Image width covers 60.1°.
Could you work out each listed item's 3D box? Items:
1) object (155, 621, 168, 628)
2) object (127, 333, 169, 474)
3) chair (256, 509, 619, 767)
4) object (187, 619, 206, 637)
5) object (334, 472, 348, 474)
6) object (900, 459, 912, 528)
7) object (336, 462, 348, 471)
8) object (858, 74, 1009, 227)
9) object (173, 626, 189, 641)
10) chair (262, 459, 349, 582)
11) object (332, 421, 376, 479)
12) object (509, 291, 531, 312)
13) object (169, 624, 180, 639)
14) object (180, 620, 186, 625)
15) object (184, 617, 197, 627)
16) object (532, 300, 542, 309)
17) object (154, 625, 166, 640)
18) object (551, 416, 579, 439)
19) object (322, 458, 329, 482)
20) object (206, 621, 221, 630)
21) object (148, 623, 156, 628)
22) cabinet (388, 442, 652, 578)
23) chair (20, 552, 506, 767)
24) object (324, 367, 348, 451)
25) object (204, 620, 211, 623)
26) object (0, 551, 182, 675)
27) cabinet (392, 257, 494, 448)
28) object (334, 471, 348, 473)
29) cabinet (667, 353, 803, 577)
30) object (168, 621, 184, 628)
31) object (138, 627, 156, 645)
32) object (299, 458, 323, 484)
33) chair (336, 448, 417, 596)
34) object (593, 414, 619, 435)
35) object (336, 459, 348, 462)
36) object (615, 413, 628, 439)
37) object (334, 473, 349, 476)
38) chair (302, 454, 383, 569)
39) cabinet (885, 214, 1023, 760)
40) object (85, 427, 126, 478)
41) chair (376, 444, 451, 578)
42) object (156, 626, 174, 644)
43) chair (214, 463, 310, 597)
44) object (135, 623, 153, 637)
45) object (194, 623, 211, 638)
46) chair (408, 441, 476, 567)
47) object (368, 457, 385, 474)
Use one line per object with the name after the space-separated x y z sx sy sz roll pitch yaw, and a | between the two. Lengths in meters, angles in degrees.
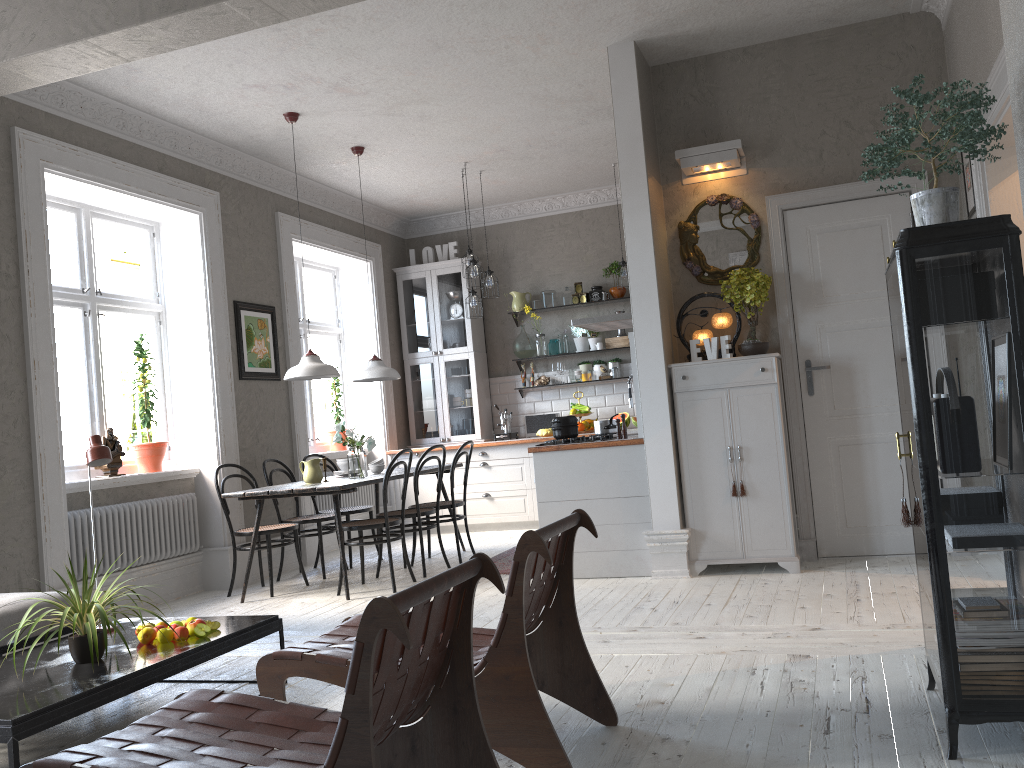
-1.413 0.989 3.575 0.057 0.058 0.058 -5 -2 2 | object
-2.577 0.127 6.226 0.275 0.991 0.265 -4 -3 -32 | object
-0.241 0.816 2.846 1.004 0.720 0.514 -6 -3 19 | chair
-1.257 0.969 3.529 0.077 0.064 0.073 -3 -3 -40 | object
-1.254 0.687 6.831 0.240 0.027 0.235 -5 -3 -13 | object
1.315 0.367 2.976 0.041 0.234 0.044 -4 -3 -24 | object
-1.259 0.643 6.832 0.178 0.094 0.181 -6 -3 10 | object
1.290 -0.698 2.716 0.406 0.506 0.406 -7 -3 35 | object
-1.287 0.972 3.449 0.056 0.058 0.057 -7 -3 44 | object
-1.582 1.010 6.771 0.543 0.920 0.443 -6 -2 16 | chair
-1.113 0.465 6.302 0.308 0.414 0.254 -6 -2 17 | object
0.086 -0.850 9.171 0.187 0.216 0.176 -7 -3 33 | object
-1.332 0.978 3.506 0.056 0.058 0.059 -6 -2 10 | object
-1.362 0.996 3.632 0.063 0.039 0.067 -6 -3 25 | object
-1.296 0.977 3.594 0.060 0.062 0.064 -5 -2 1 | object
0.261 -0.812 9.175 0.102 0.111 0.104 -6 -3 19 | object
-1.399 0.985 3.511 0.058 0.056 0.060 -5 -2 6 | object
0.353 0.288 5.889 0.190 0.147 0.193 -5 -2 -1 | object
-1.317 0.605 6.239 0.058 0.167 0.060 -7 -3 33 | object
-1.221 0.982 3.599 0.068 0.037 0.046 -3 -3 -44 | object
-1.481 0.997 3.595 0.069 0.055 0.059 -5 -2 -14 | object
0.454 0.888 7.542 2.020 0.854 4.127 -4 -3 -24 | cabinet
-0.542 0.807 2.032 1.004 0.720 0.514 -6 -3 19 | chair
-1.707 0.241 8.587 0.265 0.813 0.254 -3 -3 -43 | object
-1.262 0.989 3.657 0.047 0.036 0.062 -7 -3 30 | object
-1.536 0.812 3.256 0.717 0.420 0.676 -7 -3 37 | object
-0.703 -0.297 9.338 0.868 1.920 0.393 -6 -2 18 | cabinet
-1.255 0.678 6.831 0.232 0.027 0.242 -7 -3 42 | object
1.378 0.494 5.451 0.658 1.297 0.389 -6 -2 19 | cabinet
-1.352 0.982 3.564 0.062 0.058 0.060 -4 -3 -26 | object
-1.420 0.979 3.444 0.069 0.066 0.071 -7 -3 34 | object
-1.397 0.608 6.177 0.151 0.170 0.134 -4 -3 -20 | object
-0.910 0.913 5.940 0.543 0.920 0.443 -6 -2 16 | chair
0.685 0.272 6.022 0.178 0.134 0.297 -3 -3 -36 | object
-1.260 0.623 6.833 0.178 0.094 0.181 -6 -3 10 | object
0.701 0.269 5.685 0.072 0.166 0.036 -6 -2 19 | object
-1.253 0.696 6.830 0.232 0.027 0.242 -7 -3 37 | object
-1.395 1.013 7.228 0.539 0.920 0.446 -7 -3 32 | chair
1.378 0.286 2.684 0.344 1.471 0.626 -6 -2 20 | cabinet
-2.683 0.452 5.840 0.118 0.329 0.240 -6 -3 21 | object
-0.727 0.919 6.449 0.540 0.920 0.445 -6 -3 27 | chair
-1.349 0.974 3.444 0.063 0.063 0.060 -3 -3 -39 | object
-1.774 1.004 6.242 0.540 0.920 0.445 -6 -3 27 | chair
-1.464 0.987 3.522 0.066 0.066 0.071 -6 -3 24 | object
-1.220 0.969 3.476 0.057 0.053 0.060 -6 -3 26 | object
-0.539 0.922 6.903 0.543 0.920 0.443 -6 -2 16 | chair
-1.040 0.629 6.806 0.122 0.119 0.130 -7 -3 35 | object
